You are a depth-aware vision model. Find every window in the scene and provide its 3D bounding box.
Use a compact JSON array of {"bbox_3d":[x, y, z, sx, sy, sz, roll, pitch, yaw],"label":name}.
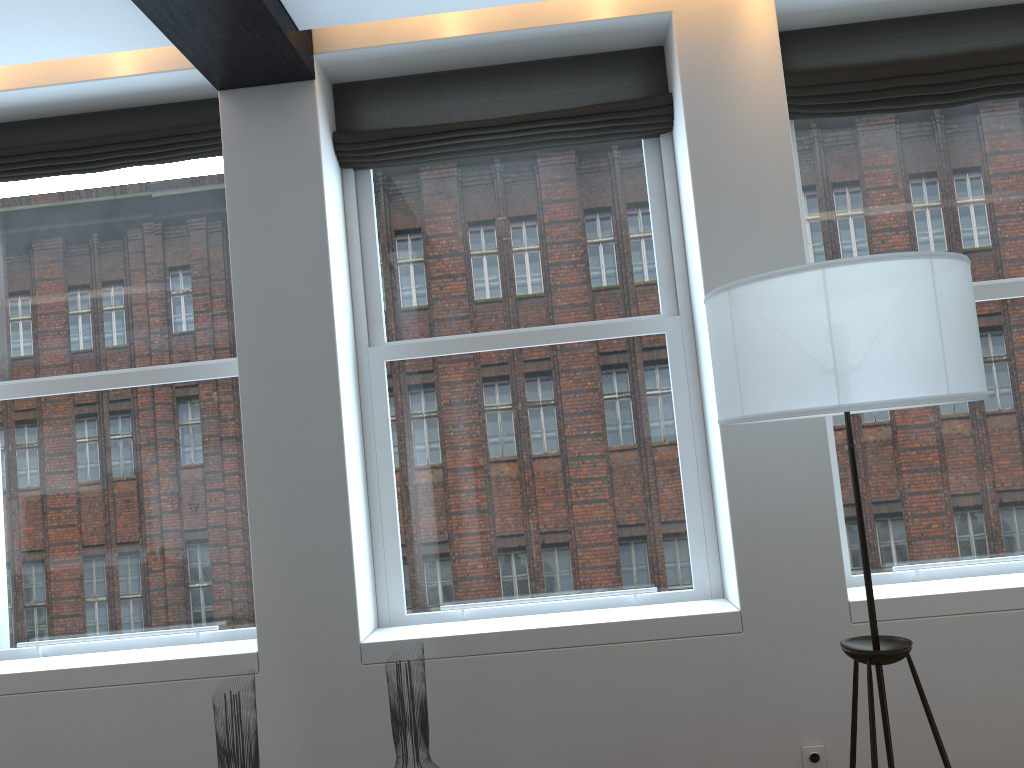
[{"bbox_3d":[-1.750,0.006,3.852,1.391,2.400,0.123,-6,-5,3],"label":"window"},{"bbox_3d":[0.050,-0.173,3.763,1.432,2.400,0.123,-6,-5,3],"label":"window"},{"bbox_3d":[1.876,-0.354,3.673,1.442,2.400,0.123,-6,-5,3],"label":"window"}]

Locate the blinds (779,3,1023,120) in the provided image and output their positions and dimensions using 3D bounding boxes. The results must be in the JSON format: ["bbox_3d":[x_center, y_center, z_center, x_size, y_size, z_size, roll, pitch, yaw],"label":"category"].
[{"bbox_3d":[1.779,-1.359,3.691,1.439,0.424,0.156,-6,-5,3],"label":"blinds"}]

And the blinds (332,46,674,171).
[{"bbox_3d":[-0.050,-1.185,3.766,1.431,0.395,0.183,-6,-5,3],"label":"blinds"}]

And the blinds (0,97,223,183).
[{"bbox_3d":[-1.856,-1.064,3.875,1.396,0.275,0.156,-6,-5,3],"label":"blinds"}]

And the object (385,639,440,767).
[{"bbox_3d":[-0.304,1.201,2.757,0.458,0.781,0.458,-6,-5,2],"label":"object"}]

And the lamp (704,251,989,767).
[{"bbox_3d":[0.972,0.571,2.410,0.698,1.728,0.698,-8,-5,26],"label":"lamp"}]

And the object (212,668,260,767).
[{"bbox_3d":[-0.780,1.231,2.564,0.458,0.781,0.458,-6,-5,2],"label":"object"}]
